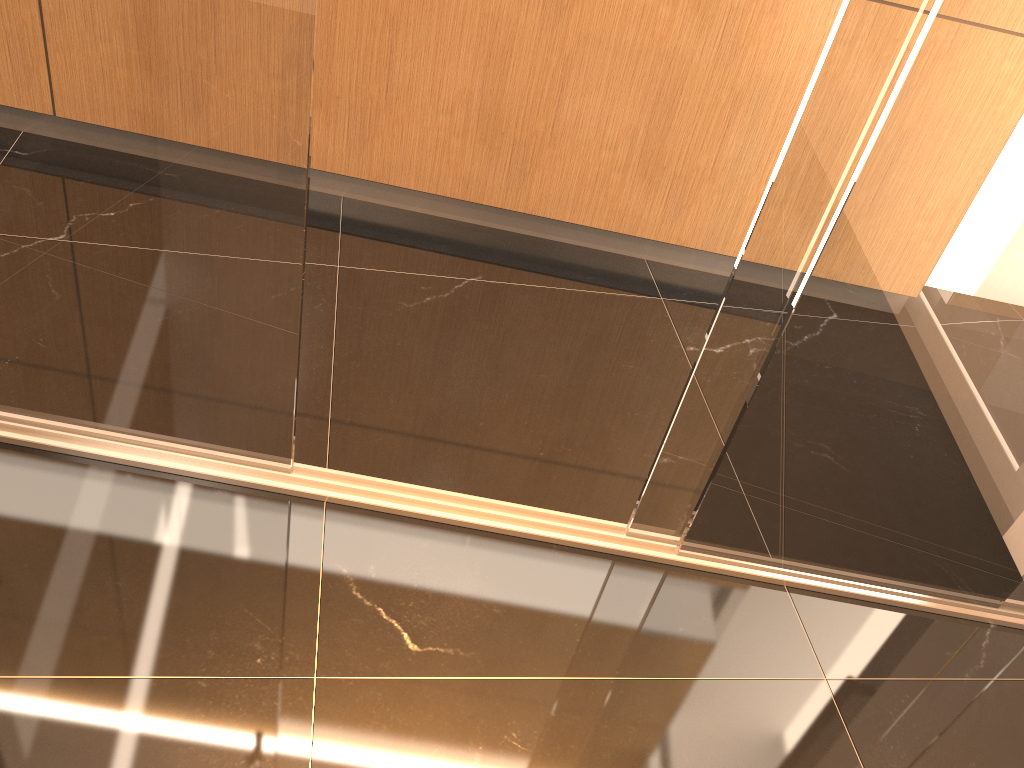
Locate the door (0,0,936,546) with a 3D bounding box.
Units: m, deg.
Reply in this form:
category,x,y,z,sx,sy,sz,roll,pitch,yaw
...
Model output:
category,x,y,z,sx,sy,sz,roll,pitch,yaw
door,0.205,-1.004,0.954,2.473,3.285,0.098,11,38,-4
